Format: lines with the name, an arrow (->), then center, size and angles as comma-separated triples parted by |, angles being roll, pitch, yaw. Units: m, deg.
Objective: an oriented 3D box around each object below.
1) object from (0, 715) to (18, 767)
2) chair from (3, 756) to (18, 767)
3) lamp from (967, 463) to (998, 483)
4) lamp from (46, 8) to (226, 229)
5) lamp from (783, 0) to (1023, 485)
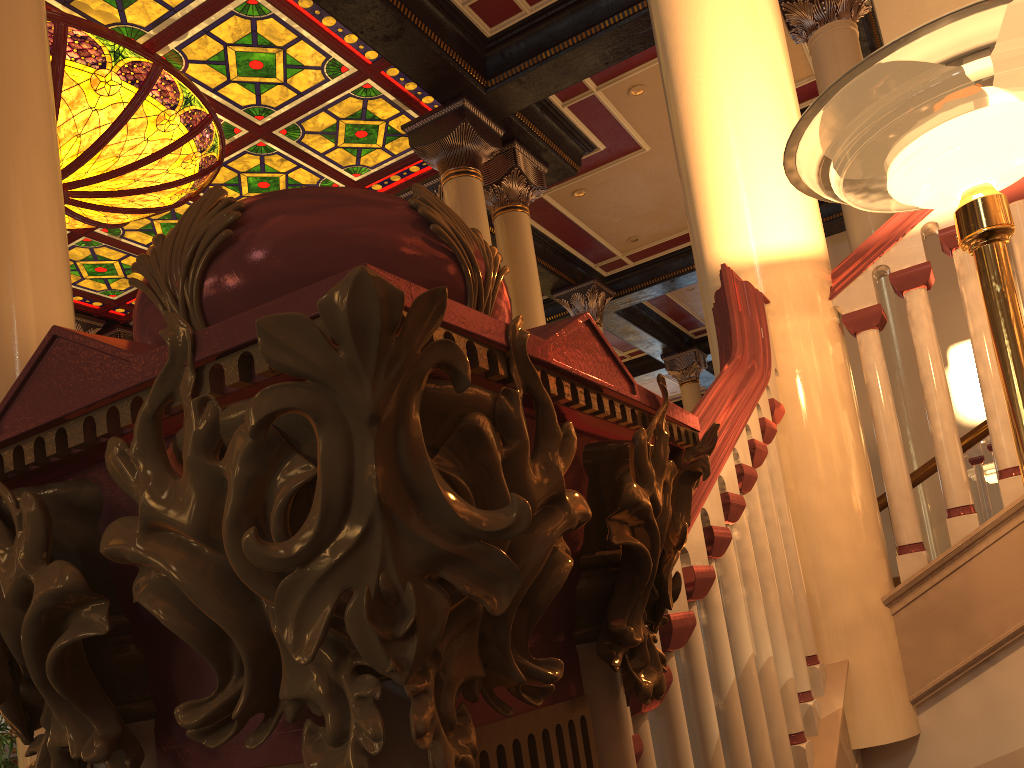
object -> -2.569, 1.808, 3.872 | 1.091, 2.106, 1.048 | -7, -9, -14
chair -> -8.066, 6.415, 13.783 | 0.708, 0.900, 0.638 | 0, -14, -42
lamp -> 3.862, 1.581, 6.499 | 0.576, 1.970, 0.597 | -11, -8, 9
lamp -> -3.935, -1.833, 7.155 | 2.954, 0.588, 3.135 | -17, -18, 24
lamp -> 0.889, 0.512, 1.331 | 0.600, 1.970, 0.573 | -2, -10, -44
